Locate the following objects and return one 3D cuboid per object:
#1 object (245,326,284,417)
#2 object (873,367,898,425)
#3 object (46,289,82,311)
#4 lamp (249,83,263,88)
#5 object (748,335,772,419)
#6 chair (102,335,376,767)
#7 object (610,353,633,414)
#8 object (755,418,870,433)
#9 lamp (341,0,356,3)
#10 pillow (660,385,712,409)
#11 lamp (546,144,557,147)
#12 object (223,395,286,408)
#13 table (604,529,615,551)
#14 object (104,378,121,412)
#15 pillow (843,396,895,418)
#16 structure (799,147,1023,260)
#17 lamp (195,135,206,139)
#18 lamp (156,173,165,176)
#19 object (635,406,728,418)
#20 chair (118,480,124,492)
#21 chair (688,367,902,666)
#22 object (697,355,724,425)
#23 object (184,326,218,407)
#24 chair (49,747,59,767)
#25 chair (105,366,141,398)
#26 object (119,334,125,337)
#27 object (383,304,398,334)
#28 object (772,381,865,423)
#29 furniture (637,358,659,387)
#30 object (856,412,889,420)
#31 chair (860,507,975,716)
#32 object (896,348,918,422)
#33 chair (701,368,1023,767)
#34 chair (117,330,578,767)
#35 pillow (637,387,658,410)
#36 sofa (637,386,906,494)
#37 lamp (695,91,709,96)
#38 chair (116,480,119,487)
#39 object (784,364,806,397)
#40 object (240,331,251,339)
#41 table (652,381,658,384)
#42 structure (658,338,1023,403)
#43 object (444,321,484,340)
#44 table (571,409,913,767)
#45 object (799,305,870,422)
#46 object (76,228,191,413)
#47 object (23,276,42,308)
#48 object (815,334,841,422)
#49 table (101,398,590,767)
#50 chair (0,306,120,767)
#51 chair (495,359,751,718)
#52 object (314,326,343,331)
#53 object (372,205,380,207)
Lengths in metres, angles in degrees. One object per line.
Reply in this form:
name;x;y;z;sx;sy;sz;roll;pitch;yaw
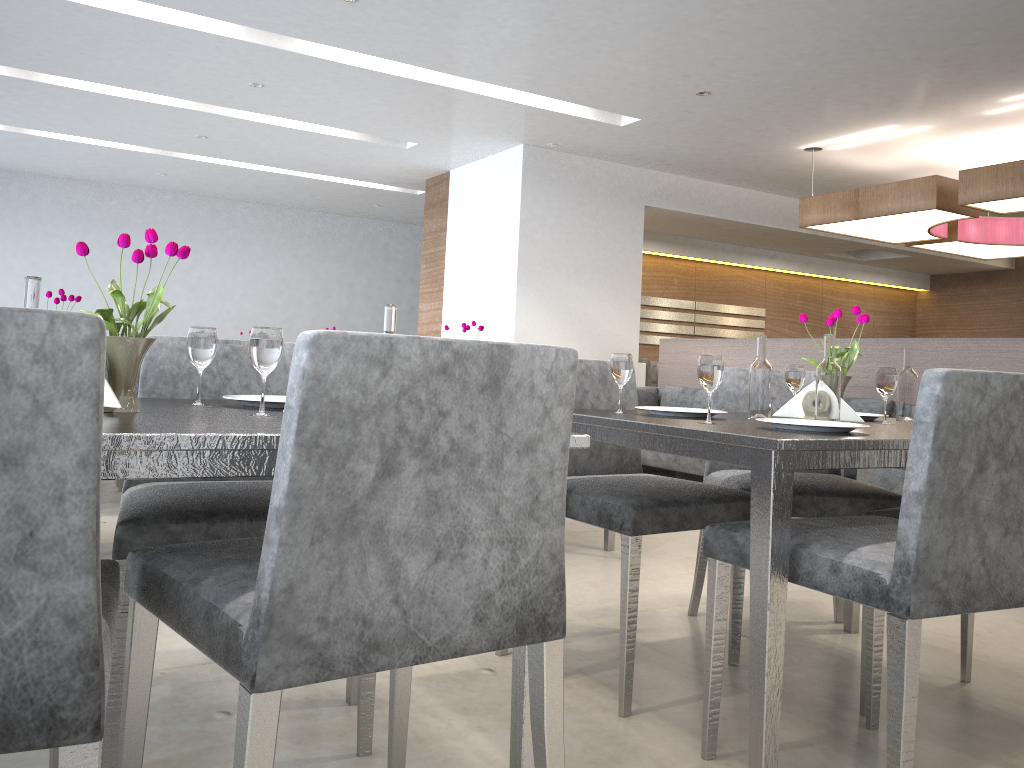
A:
object;-0.388;-0.020;1.386;0.053;0.140;0.053;2;-3;17
object;0.911;0.029;2.156;0.053;0.140;0.053;2;-3;17
object;-1.498;-0.173;2.881;0.154;0.277;0.104;4;-3;-33
lamp;-1.692;-1.972;5.832;0.089;0.007;0.089;3;1;14
object;0.595;-0.016;2.114;0.052;0.202;0.051;2;-3;12
chair;-0.550;0.290;1.773;0.476;0.765;0.491;4;-2;-26
object;0.252;-0.001;2.043;0.053;0.140;0.053;2;-3;17
object;0.597;0.083;1.760;0.217;0.015;0.216;4;1;39
lamp;-0.811;-1.899;4.357;0.089;0.007;0.089;3;1;14
pillow;1.273;0.176;6.308;0.181;0.321;0.638;4;0;-31
lamp;0.313;-1.897;7.023;0.089;0.007;0.089;3;1;14
object;-0.433;0.034;1.669;0.217;0.015;0.216;4;1;37
table;-0.225;0.331;3.647;1.186;0.637;0.777;3;-1;-31
object;-0.636;-0.010;1.298;0.203;0.100;0.070;3;-2;29
pillow;1.927;0.230;5.212;0.181;0.321;0.638;4;-1;-31
structure;3.871;-1.414;6.348;2.441;0.621;2.443;2;1;-31
lamp;-2.578;-2.045;7.318;0.089;0.007;0.089;3;1;14
lamp;-3.571;-2.127;8.981;0.089;0.007;0.089;3;1;14
object;0.399;0.067;2.091;0.217;0.015;0.216;4;1;39
chair;-2.008;0.170;4.198;0.475;0.765;0.492;4;-3;-36
chair;0.797;0.341;2.504;0.477;0.765;0.490;3;-2;-1
object;0.401;0.011;1.793;0.053;0.140;0.053;2;-3;17
object;-0.552;-0.031;1.568;0.053;0.140;0.053;2;-3;17
chair;-1.022;0.272;1.502;0.475;0.765;0.492;4;-3;-36
chair;-1.141;0.241;2.744;0.475;0.765;0.492;4;-3;-36
object;-1.303;-0.095;2.919;0.053;0.140;0.053;2;-3;17
object;-0.228;-0.046;1.626;0.052;0.202;0.051;1;-3;24
object;0.698;0.041;2.017;0.203;0.100;0.070;3;-2;29
furniture;3.916;0.332;8.265;5.634;0.856;4.258;2;1;-31
object;0.901;0.086;2.389;0.217;0.015;0.216;4;1;39
chair;1.112;0.368;1.923;0.475;0.765;0.492;4;-3;-36
object;1.073;0.002;2.398;0.052;0.202;0.051;2;-3;12
chair;0.690;0.354;1.605;0.476;0.765;0.491;4;-2;-26
chair;-0.222;0.317;1.204;0.475;0.765;0.492;4;-3;-36
pillow;0.873;0.160;6.503;0.558;0.307;0.188;3;-2;-30
sofa;1.754;0.404;5.149;0.833;0.630;3.799;3;1;-31
lamp;1.193;-1.824;5.548;0.089;0.007;0.089;3;1;14
chair;-2.337;0.142;4.767;0.476;0.765;0.491;4;-2;-26
object;0.747;0.017;2.337;0.053;0.140;0.053;2;-3;17
object;-1.939;-0.268;6.576;0.154;0.277;0.104;4;-3;-33
table;1.663;0.320;8.326;0.504;0.657;0.506;4;-2;-31
structure;2.208;0.228;5.431;0.223;1.011;3.774;5;0;-31
object;-0.196;-0.124;3.654;0.154;0.277;0.104;4;-3;-33
table;0.727;0.410;2.052;1.186;0.637;0.777;3;-1;-31
object;0.755;-0.046;2.059;0.154;0.277;0.104;4;-3;-33
object;-0.578;-0.097;1.340;0.154;0.277;0.104;4;-3;-33
object;-0.752;-0.067;1.375;0.052;0.202;0.051;1;-3;24
object;0.681;-0.007;1.904;0.052;0.202;0.051;2;-3;12
table;-0.607;0.358;1.333;1.186;0.637;0.777;3;-1;-31
chair;-0.644;0.303;0.886;0.476;0.765;0.491;4;-2;-26
chair;0.301;0.323;2.219;0.475;0.765;0.492;4;-3;-36
object;-1.063;-0.196;5.107;0.154;0.277;0.104;4;-3;-33
object;-1.566;-2.052;10.172;0.089;0.007;0.089;3;1;14
